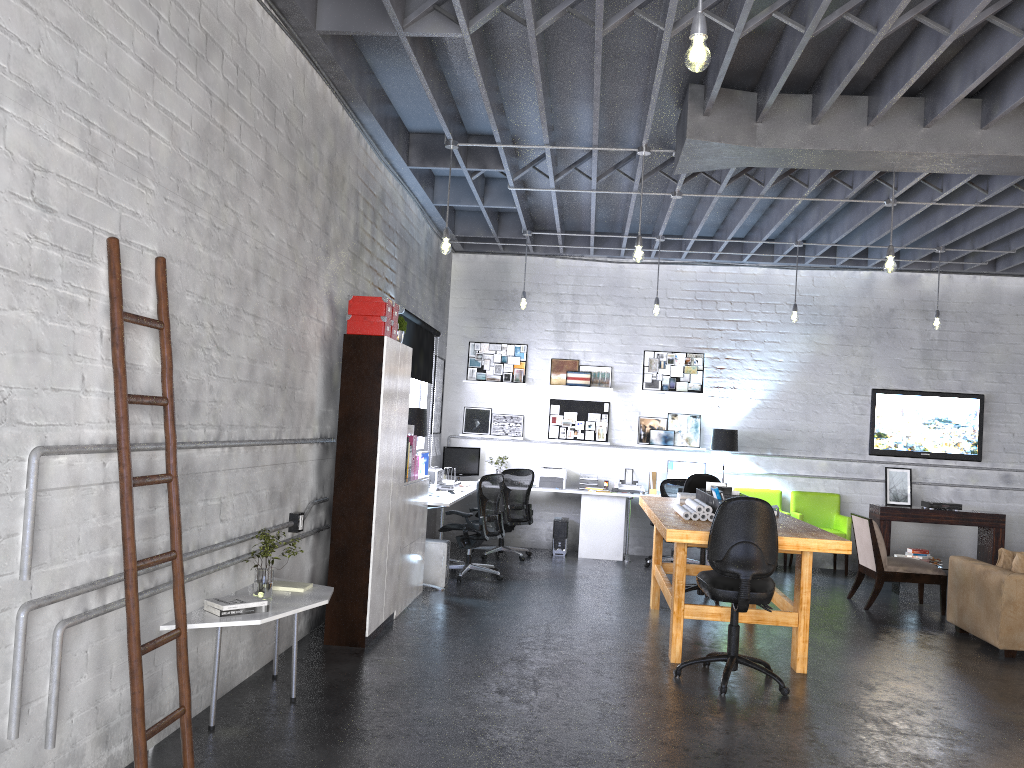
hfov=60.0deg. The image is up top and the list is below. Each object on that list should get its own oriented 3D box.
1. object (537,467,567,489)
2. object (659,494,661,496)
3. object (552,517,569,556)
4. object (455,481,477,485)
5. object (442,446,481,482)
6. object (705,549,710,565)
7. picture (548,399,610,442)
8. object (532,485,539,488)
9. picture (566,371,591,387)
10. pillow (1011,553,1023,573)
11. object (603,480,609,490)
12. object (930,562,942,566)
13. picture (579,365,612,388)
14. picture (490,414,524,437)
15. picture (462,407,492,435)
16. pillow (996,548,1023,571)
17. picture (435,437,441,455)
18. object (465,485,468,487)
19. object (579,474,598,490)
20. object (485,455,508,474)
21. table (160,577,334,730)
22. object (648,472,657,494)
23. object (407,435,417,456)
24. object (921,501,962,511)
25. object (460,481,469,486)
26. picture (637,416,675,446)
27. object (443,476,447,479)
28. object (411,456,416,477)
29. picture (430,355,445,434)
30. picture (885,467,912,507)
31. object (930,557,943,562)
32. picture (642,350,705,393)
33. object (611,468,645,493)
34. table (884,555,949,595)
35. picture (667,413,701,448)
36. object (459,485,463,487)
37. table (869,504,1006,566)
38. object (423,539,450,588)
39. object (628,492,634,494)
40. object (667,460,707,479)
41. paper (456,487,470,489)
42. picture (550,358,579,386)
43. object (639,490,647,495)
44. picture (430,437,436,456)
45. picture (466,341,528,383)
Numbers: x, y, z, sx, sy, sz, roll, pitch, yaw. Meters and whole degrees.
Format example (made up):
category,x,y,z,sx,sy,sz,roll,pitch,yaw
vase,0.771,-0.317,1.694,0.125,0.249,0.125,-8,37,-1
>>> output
category,x,y,z,sx,sy,sz,roll,pitch,yaw
object,0.494,1.150,10.912,0.351,0.235,0.351,3,-2,5
object,1.964,1.319,10.477,0.422,0.028,0.181,3,-3,0
object,0.589,1.847,10.762,0.180,0.411,0.476,3,-2,5
object,-0.457,1.182,10.585,0.422,0.028,0.181,5,-3,-35
object,-0.635,0.985,10.868,0.147,0.427,0.560,2,-3,42
object,2.360,1.940,10.532,0.180,0.411,0.476,3,-2,5
picture,0.834,0.455,11.065,0.749,0.503,0.058,3,-2,5
object,0.256,1.231,10.657,0.103,0.021,0.131,4,-3,-15
picture,0.830,-0.060,11.073,0.311,0.196,0.029,3,-2,5
pillow,4.168,1.504,6.797,0.704,0.402,0.291,3,-2,5
object,1.158,1.243,10.890,0.093,0.116,0.067,3,-2,5
object,4.475,1.899,9.370,0.137,0.031,0.137,2,-3,31
picture,1.038,-0.088,11.073,0.410,0.277,0.036,3,-2,5
picture,-0.060,0.520,11.143,0.410,0.277,0.036,3,-2,5
picture,-0.440,0.466,11.179,0.355,0.342,0.042,3,-2,5
pillow,4.047,1.507,7.020,0.523,0.403,0.319,2,-2,24
picture,-0.909,0.764,10.914,0.036,0.221,0.289,3,-2,5
object,-0.526,1.157,10.062,0.058,0.020,0.071,5,-3,-31
object,0.938,1.201,10.867,0.229,0.180,0.316,3,-3,5
object,-0.170,1.051,11.004,0.297,0.362,0.271,5,-3,-40
table,-1.254,1.381,4.543,0.517,0.532,1.337,3,-3,5
object,1.714,1.204,10.791,0.087,0.259,0.237,3,-2,5
object,-0.941,0.524,7.609,0.214,0.177,0.161,3,-2,5
object,5.079,1.442,10.491,0.370,0.082,0.266,3,-3,5
object,-0.554,1.150,10.260,0.130,0.049,0.130,2,-3,22
picture,1.787,0.586,10.977,0.452,0.345,0.054,3,-2,5
object,-0.833,1.097,10.452,0.155,0.141,0.088,3,-2,20
object,-0.951,0.700,7.603,0.214,0.177,0.161,3,-2,5
picture,-0.896,0.142,10.754,0.020,0.934,0.659,3,-2,5
picture,4.661,1.239,10.693,0.308,0.456,0.092,3,-2,5
object,4.632,1.920,9.711,0.151,0.040,0.151,2,-3,22
picture,1.998,-0.149,10.989,0.749,0.503,0.058,3,-2,5
object,1.413,1.177,10.823,0.405,0.280,0.400,3,-2,5
table,4.478,2.072,9.529,0.873,0.300,0.874,3,-3,8
picture,2.124,0.574,10.958,0.410,0.408,0.047,3,-2,5
object,-0.570,1.158,10.071,0.057,0.013,0.013,4,-2,-3
table,5.000,1.889,10.492,1.410,0.819,0.404,3,-2,5
object,-0.827,1.640,8.163,0.478,0.411,0.200,3,-2,5
object,1.412,1.295,10.527,0.017,0.016,0.076,5,-3,-35
object,2.112,1.147,10.759,0.465,0.417,0.212,3,-2,10
paper,-0.544,1.155,9.847,0.159,0.001,0.115,4,-3,-12
picture,0.657,-0.142,11.109,0.355,0.342,0.042,3,-2,5
object,1.555,1.286,10.530,0.095,0.050,0.095,5,-3,-27
picture,-0.938,0.746,10.568,0.036,0.221,0.289,3,-2,5
picture,-0.189,-0.269,11.176,0.749,0.503,0.058,3,-2,5
